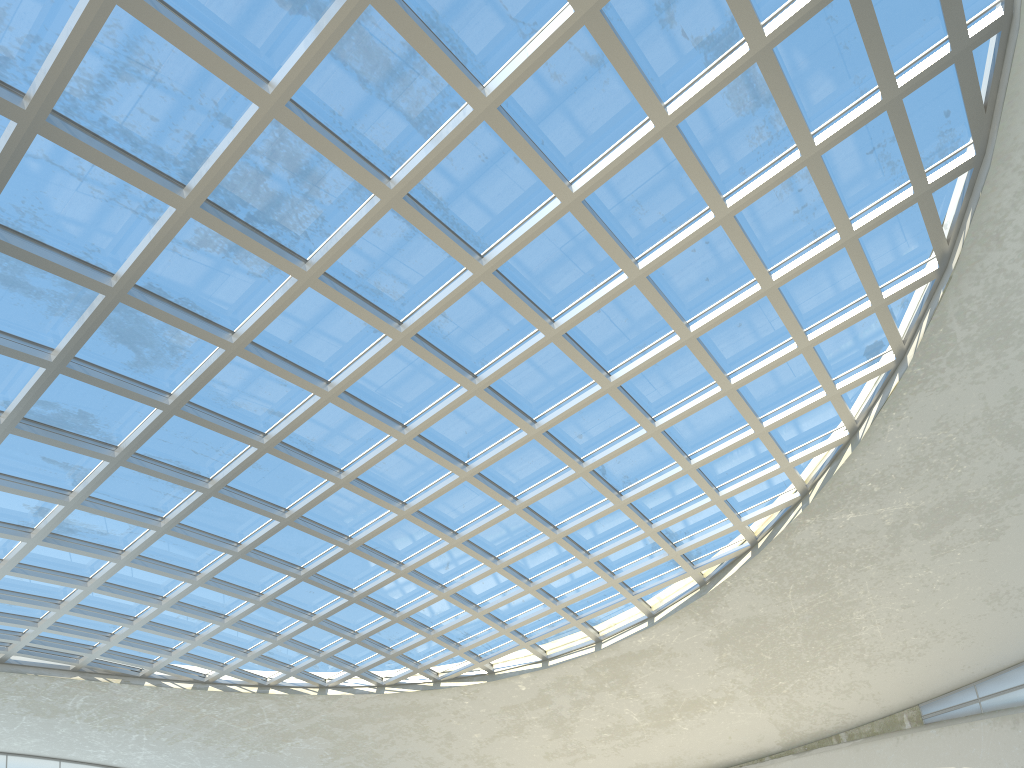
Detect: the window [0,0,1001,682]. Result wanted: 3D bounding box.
[{"bbox_3d":[-15.621,6.075,43.310,84.641,9.639,85.453,-30,-42,28],"label":"window"}]
